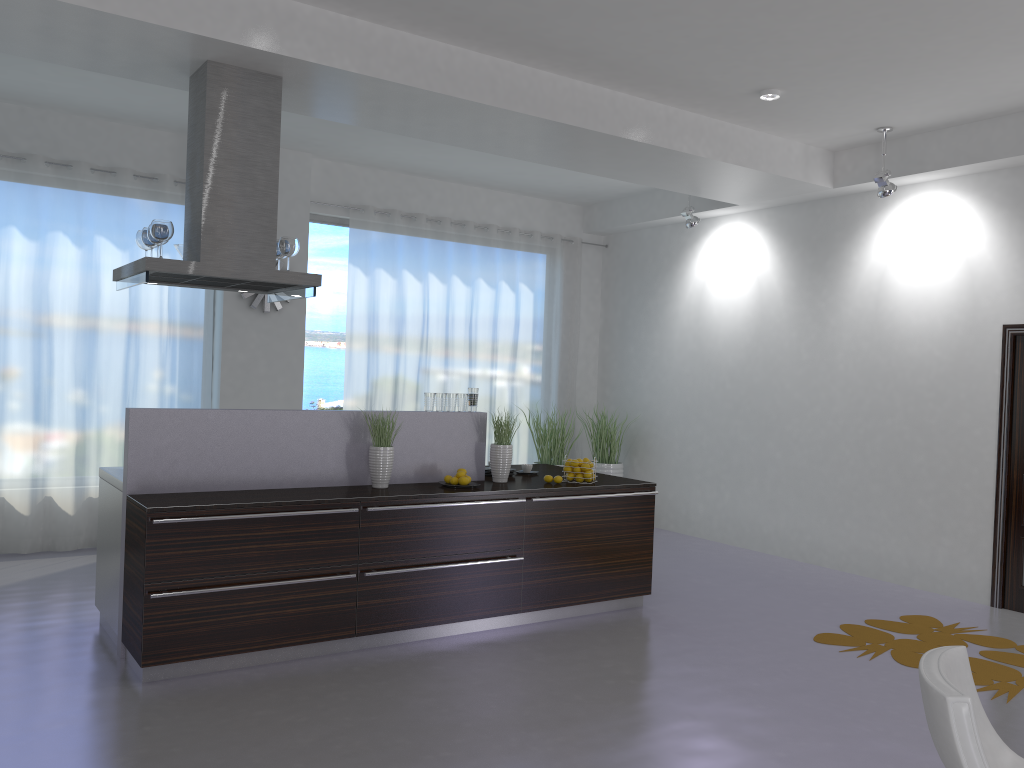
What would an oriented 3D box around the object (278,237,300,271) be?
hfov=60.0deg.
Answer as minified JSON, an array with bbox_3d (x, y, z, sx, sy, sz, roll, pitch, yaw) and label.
[{"bbox_3d":[-1.339,-0.765,5.316,0.125,0.221,0.125,2,1,-9],"label":"object"}]

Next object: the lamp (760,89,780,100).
[{"bbox_3d":[1.717,-1.925,5.901,0.132,0.035,0.132,3,1,28],"label":"lamp"}]

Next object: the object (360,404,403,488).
[{"bbox_3d":[-0.766,0.364,5.243,0.269,0.502,0.247,2,1,-34],"label":"object"}]

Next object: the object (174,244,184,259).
[{"bbox_3d":[-2.030,-0.770,5.501,0.137,0.174,0.137,2,1,21],"label":"object"}]

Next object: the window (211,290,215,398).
[{"bbox_3d":[-3.921,-0.422,7.086,3.000,2.500,0.100,2,1,-34],"label":"window"}]

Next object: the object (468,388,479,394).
[{"bbox_3d":[-0.257,0.086,5.820,0.072,0.119,0.071,2,1,6],"label":"object"}]

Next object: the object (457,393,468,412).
[{"bbox_3d":[-0.325,0.122,5.775,0.072,0.119,0.071,2,1,6],"label":"object"}]

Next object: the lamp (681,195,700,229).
[{"bbox_3d":[1.676,-1.710,8.301,0.185,0.511,0.150,2,1,-34],"label":"lamp"}]

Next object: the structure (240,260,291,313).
[{"bbox_3d":[-2.167,-0.882,7.853,0.505,0.505,0.076,2,1,-34],"label":"structure"}]

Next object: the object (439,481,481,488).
[{"bbox_3d":[-0.324,0.621,5.476,0.232,0.020,0.232,2,1,-26],"label":"object"}]

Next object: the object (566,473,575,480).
[{"bbox_3d":[0.391,0.624,5.968,0.061,0.053,0.053,2,1,8],"label":"object"}]

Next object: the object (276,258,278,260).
[{"bbox_3d":[-1.511,-0.774,5.567,0.125,0.221,0.125,2,1,-9],"label":"object"}]

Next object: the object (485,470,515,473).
[{"bbox_3d":[-0.106,0.605,6.162,0.232,0.020,0.232,2,1,-31],"label":"object"}]

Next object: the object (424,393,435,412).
[{"bbox_3d":[-0.525,0.116,5.639,0.071,0.119,0.072,2,1,16],"label":"object"}]

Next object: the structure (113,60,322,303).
[{"bbox_3d":[-1.763,-1.157,5.322,0.981,1.231,0.915,2,1,-34],"label":"structure"}]

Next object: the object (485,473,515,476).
[{"bbox_3d":[-0.107,0.625,6.162,0.232,0.020,0.232,2,1,-26],"label":"object"}]

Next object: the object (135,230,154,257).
[{"bbox_3d":[-2.176,-0.797,5.277,0.125,0.221,0.125,2,1,-9],"label":"object"}]

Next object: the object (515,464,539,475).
[{"bbox_3d":[0.107,0.608,6.320,0.153,0.069,0.153,3,1,29],"label":"object"}]

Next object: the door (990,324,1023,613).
[{"bbox_3d":[4.119,0.625,5.806,0.220,2.061,1.764,2,1,-34],"label":"door"}]

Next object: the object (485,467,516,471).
[{"bbox_3d":[-0.289,0.525,6.131,0.646,0.147,0.269,2,1,-9],"label":"object"}]

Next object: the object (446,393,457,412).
[{"bbox_3d":[-0.392,0.120,5.730,0.072,0.119,0.071,2,1,6],"label":"object"}]

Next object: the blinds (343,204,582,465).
[{"bbox_3d":[-0.412,-0.117,9.212,2.830,3.112,0.120,2,1,-34],"label":"blinds"}]

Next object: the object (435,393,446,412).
[{"bbox_3d":[-0.458,0.118,5.684,0.072,0.119,0.071,2,1,6],"label":"object"}]

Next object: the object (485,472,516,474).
[{"bbox_3d":[-0.106,0.615,6.162,0.232,0.020,0.232,2,1,-26],"label":"object"}]

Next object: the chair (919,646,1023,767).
[{"bbox_3d":[1.392,1.179,2.329,0.620,0.805,0.508,3,1,26],"label":"chair"}]

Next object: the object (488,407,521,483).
[{"bbox_3d":[-0.045,0.388,5.764,0.247,0.502,0.269,2,1,9],"label":"object"}]

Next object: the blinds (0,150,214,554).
[{"bbox_3d":[-3.937,-0.233,6.811,3.245,3.112,0.120,2,1,-34],"label":"blinds"}]

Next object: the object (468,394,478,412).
[{"bbox_3d":[-0.258,0.124,5.821,0.072,0.119,0.071,2,1,6],"label":"object"}]

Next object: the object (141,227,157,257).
[{"bbox_3d":[-2.093,-0.793,5.155,0.125,0.221,0.125,2,1,-9],"label":"object"}]

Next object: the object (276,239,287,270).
[{"bbox_3d":[-1.429,-0.770,5.445,0.125,0.221,0.125,2,1,-9],"label":"object"}]

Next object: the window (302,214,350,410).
[{"bbox_3d":[-0.823,-0.320,9.196,3.000,2.500,0.100,2,1,-34],"label":"window"}]

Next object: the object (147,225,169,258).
[{"bbox_3d":[-2.004,-0.788,5.026,0.125,0.221,0.125,2,1,-9],"label":"object"}]

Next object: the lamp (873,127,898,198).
[{"bbox_3d":[2.800,-1.650,6.648,0.185,0.511,0.150,2,1,-34],"label":"lamp"}]

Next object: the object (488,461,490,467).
[{"bbox_3d":[-0.137,0.597,6.443,0.153,0.069,0.153,2,1,-1],"label":"object"}]
